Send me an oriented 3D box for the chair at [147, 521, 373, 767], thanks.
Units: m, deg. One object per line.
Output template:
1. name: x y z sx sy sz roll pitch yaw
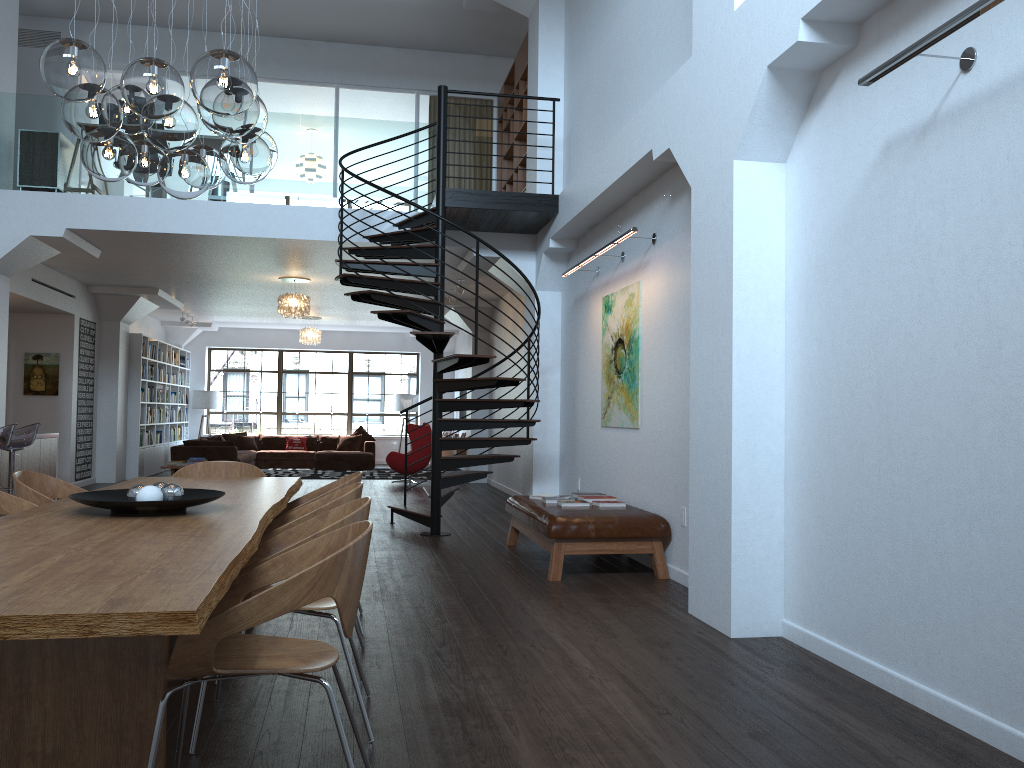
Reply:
1. chair: -0.702 0.822 2.564 0.618 0.833 0.629 1 -2 -10

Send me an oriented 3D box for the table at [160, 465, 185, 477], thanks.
1. table: -5.033 1.449 14.377 1.100 0.271 0.853 1 -2 -10

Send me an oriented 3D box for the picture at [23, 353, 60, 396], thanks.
1. picture: -6.660 -0.140 12.554 0.450 0.600 0.030 1 -2 -10

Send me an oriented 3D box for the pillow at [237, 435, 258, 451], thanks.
1. pillow: -5.507 1.221 18.366 0.489 0.337 0.238 2 -3 -41

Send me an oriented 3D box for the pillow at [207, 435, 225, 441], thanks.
1. pillow: -5.544 1.165 16.814 0.325 0.391 0.625 1 -2 6

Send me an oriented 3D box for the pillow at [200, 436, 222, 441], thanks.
1. pillow: -5.183 1.100 15.429 0.559 0.411 0.269 -1 -2 36

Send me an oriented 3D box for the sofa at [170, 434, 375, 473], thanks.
1. sofa: -4.356 1.354 17.082 3.481 0.664 4.197 1 -2 -10

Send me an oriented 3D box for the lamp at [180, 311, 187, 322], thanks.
1. lamp: -6.100 -1.254 16.431 0.111 0.211 0.120 0 -2 24

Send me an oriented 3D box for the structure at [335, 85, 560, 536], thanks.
1. structure: -0.706 -0.731 8.597 1.998 4.352 1.998 -1 -3 40

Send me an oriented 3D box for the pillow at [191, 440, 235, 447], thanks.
1. pillow: -5.098 1.134 15.173 0.750 0.364 0.289 1 -2 -11

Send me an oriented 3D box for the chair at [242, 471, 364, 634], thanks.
1. chair: -1.115 0.893 4.838 0.617 0.830 0.629 1 -2 -10

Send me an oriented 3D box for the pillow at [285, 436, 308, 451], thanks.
1. pillow: -4.539 1.261 18.685 0.465 0.308 0.220 1 -2 -14

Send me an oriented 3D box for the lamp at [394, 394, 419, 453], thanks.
1. lamp: -2.371 1.019 19.824 0.545 1.579 0.545 1 -2 1

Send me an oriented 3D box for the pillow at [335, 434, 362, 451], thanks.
1. pillow: -3.452 1.244 18.761 0.542 0.362 0.248 0 -2 11

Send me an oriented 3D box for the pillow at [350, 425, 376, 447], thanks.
1. pillow: -3.278 1.171 18.963 0.651 0.587 0.335 2 -2 -31

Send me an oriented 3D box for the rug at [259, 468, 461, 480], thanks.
1. rug: -2.936 1.694 16.811 4.200 0.007 3.100 1 -2 -9

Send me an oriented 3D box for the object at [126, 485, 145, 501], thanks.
1. object: -1.507 0.457 3.590 0.100 0.100 0.100 -1 -2 35

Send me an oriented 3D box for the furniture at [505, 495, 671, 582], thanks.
1. furniture: 0.539 1.187 7.146 0.907 0.453 1.819 1 -2 -10

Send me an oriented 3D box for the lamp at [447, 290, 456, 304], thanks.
1. lamp: -0.885 -1.294 13.139 0.111 0.211 0.120 0 -2 24

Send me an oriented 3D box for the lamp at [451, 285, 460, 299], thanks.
1. lamp: -0.795 -1.310 12.641 0.111 0.211 0.120 -1 -3 39

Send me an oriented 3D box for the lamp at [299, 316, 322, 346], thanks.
1. lamp: -3.922 -1.024 17.258 0.441 0.539 0.442 0 -2 32

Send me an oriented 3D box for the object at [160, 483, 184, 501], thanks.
1. object: -1.384 0.454 3.602 0.100 0.100 0.100 -1 -2 35

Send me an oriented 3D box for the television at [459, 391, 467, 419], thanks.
1. television: -0.968 0.427 17.770 0.013 0.816 1.324 1 -2 -10

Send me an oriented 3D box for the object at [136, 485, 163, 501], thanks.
1. object: -1.436 0.452 3.516 0.100 0.100 0.100 -1 -2 35

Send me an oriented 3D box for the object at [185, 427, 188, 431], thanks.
1. object: -7.057 0.953 18.764 0.316 0.088 0.410 1 -2 -10

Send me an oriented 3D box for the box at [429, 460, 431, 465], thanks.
1. box: -1.760 1.744 20.073 0.228 0.165 0.368 1 -2 -10

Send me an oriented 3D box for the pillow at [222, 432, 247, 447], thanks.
1. pillow: -5.712 1.202 18.428 0.580 0.418 0.334 2 -2 -37

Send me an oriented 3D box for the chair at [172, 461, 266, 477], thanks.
1. chair: -1.822 0.907 5.479 0.629 0.833 0.618 1 -2 -15

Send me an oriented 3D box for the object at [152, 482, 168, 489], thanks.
1. object: -1.455 0.455 3.675 0.100 0.100 0.100 -1 -2 35

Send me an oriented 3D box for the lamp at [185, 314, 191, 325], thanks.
1. lamp: -6.190 -1.238 16.929 0.111 0.211 0.120 -1 -3 39

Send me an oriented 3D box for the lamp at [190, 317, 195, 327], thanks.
1. lamp: -6.282 -1.222 17.439 0.120 0.211 0.111 2 -2 -36

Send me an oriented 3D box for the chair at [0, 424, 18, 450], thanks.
1. chair: -4.688 0.856 7.883 0.481 1.014 0.530 1 -2 -12

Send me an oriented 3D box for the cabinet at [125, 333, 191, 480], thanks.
1. cabinet: -6.756 0.435 16.784 0.461 2.414 4.500 1 -2 -10

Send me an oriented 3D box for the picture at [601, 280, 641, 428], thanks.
1. picture: 0.935 -0.224 7.697 0.010 1.200 1.095 1 -2 -10

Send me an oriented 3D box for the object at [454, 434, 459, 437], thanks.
1. object: -1.157 1.099 18.491 0.089 0.110 0.089 -1 -2 35

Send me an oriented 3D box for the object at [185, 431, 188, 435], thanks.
1. object: -7.051 1.041 18.762 0.331 0.088 0.410 1 -2 -10

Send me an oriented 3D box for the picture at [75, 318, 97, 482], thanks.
1. picture: -6.367 0.234 13.256 0.021 2.380 0.800 1 -2 -10

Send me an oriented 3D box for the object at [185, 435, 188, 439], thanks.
1. object: -7.052 1.129 18.759 0.331 0.088 0.410 1 -2 -10

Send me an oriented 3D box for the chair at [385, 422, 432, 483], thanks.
1. chair: -1.724 1.149 14.993 0.801 1.006 0.798 0 -2 15

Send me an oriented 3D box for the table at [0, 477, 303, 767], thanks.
1. table: -1.477 0.888 3.584 1.012 0.750 3.803 1 -2 -10

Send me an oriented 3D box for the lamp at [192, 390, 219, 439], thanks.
1. lamp: -6.633 0.936 19.158 0.545 1.579 0.545 2 -2 -21

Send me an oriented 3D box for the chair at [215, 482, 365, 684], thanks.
1. chair: -0.984 0.871 4.081 0.618 0.833 0.629 1 -2 -9

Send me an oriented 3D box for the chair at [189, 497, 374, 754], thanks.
1. chair: -0.829 0.847 3.334 0.618 0.833 0.629 1 -2 -10

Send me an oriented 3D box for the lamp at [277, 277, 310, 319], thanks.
1. lamp: -3.017 -1.182 12.281 0.441 0.539 0.442 0 -2 32

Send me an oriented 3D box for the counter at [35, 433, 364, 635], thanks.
1. counter: -4.350 0.910 6.979 3.039 0.860 8.182 2 -3 -40

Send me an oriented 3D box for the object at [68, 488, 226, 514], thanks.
1. object: -1.473 0.480 3.603 0.592 0.066 0.592 -1 -2 38

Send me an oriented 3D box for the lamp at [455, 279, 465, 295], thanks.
1. lamp: -0.703 -1.327 12.131 0.120 0.211 0.111 2 -2 -36

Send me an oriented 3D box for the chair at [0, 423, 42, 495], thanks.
1. chair: -4.801 0.876 8.503 0.481 1.014 0.530 1 -2 -8

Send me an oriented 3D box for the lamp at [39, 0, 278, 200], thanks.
1. lamp: -1.498 -1.950 3.993 0.849 2.140 1.787 1 -2 -11

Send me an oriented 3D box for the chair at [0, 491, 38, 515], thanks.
1. chair: -2.160 0.847 3.863 0.618 0.833 0.629 1 -2 -10

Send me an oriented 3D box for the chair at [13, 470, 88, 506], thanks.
1. chair: -2.282 0.871 4.633 0.618 0.833 0.629 1 -2 -12
